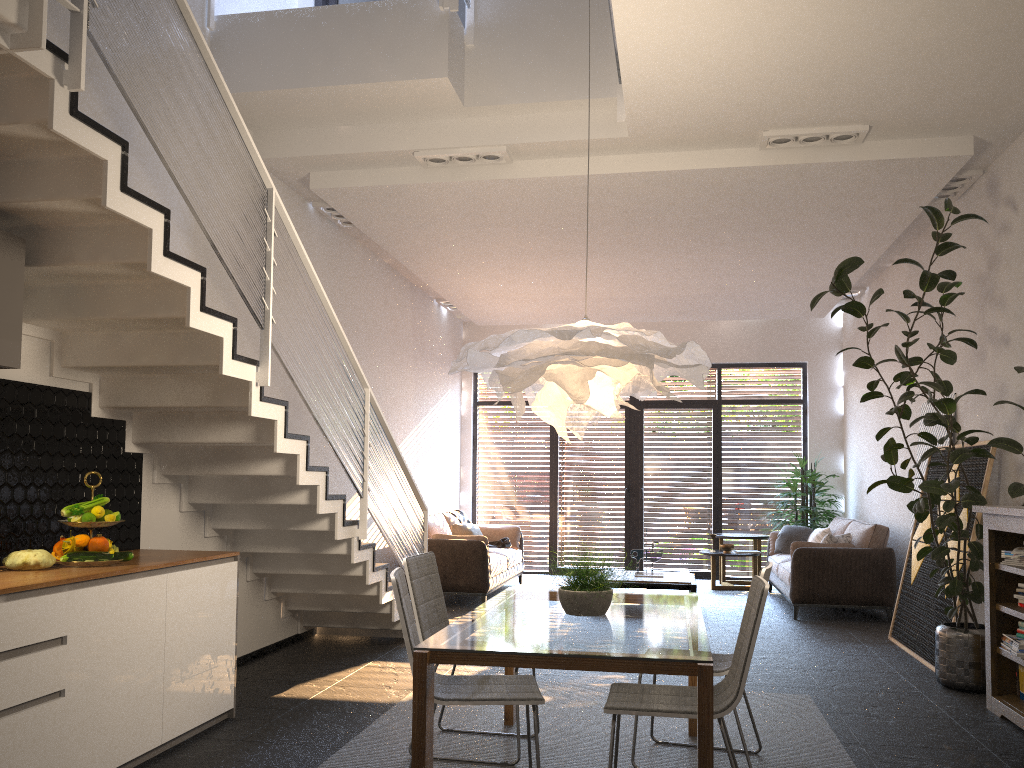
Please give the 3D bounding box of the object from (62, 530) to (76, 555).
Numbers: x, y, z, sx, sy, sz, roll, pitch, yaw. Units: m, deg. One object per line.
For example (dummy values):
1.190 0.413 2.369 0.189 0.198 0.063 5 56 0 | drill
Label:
-1.942 0.700 3.904 0.126 0.120 0.061 -4 -6 43 | object

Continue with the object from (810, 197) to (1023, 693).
2.777 0.348 5.734 0.908 3.189 2.018 1 -4 -12 | object

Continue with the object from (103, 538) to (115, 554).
-1.844 0.736 4.013 0.079 0.076 0.154 5 -7 -45 | object

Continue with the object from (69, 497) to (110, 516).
-1.901 0.552 3.992 0.056 0.081 0.181 -3 -7 39 | object

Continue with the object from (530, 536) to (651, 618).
0.333 0.827 3.826 0.531 0.366 0.670 0 -6 5 | object

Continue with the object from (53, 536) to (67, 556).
-2.038 0.749 4.054 0.111 0.110 0.113 2 -5 -14 | object

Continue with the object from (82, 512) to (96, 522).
-1.892 0.604 3.958 0.065 0.059 0.063 0 -5 6 | object

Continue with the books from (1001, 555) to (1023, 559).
2.921 0.955 4.865 0.253 0.011 0.319 3 -7 -18 | books

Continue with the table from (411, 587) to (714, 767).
0.311 1.347 3.789 0.997 0.712 1.807 0 -6 10 | table

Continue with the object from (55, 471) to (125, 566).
-1.915 0.609 4.033 0.352 0.424 0.353 0 -4 4 | object

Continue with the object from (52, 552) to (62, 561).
-2.004 0.772 3.946 0.090 0.051 0.068 3 -6 -23 | object

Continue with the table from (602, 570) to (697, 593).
1.392 2.169 9.301 1.049 0.306 1.120 -1 -6 10 | table

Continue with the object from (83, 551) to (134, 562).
-1.834 0.780 4.003 0.239 0.048 0.061 2 -5 -9 | object

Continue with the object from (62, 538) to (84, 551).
-1.980 0.731 3.993 0.089 0.078 0.088 5 -7 -44 | object

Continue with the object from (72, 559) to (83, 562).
-1.899 0.771 3.869 0.042 0.020 0.043 4 -6 -28 | object

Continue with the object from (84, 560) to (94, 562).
-1.871 0.787 3.916 0.043 0.016 0.041 -5 -8 41 | object

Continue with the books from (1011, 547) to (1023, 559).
2.928 0.915 4.812 0.273 0.108 0.323 6 -8 -44 | books

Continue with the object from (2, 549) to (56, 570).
-2.057 0.748 3.774 0.189 0.083 0.198 -1 -6 19 | object

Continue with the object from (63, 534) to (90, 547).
-1.926 0.697 3.928 0.059 0.055 0.127 0 -6 11 | object

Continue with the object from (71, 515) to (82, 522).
-1.935 0.608 3.945 0.049 0.050 0.052 -2 -5 28 | object

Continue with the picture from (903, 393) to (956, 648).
3.485 1.129 7.430 0.207 2.012 0.961 0 -4 10 | picture

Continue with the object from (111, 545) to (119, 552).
-1.862 0.781 4.123 0.076 0.072 0.152 5 -7 -41 | object

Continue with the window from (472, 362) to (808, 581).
1.707 1.169 12.313 4.942 3.019 0.461 0 -3 10 | window

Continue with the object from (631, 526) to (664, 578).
-0.126 -0.663 5.477 0.366 4.458 8.940 -1 -6 22 | object

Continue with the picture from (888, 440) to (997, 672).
3.215 1.257 6.696 0.386 1.599 1.503 0 -5 10 | picture

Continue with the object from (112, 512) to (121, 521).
-1.823 0.612 4.056 0.060 0.054 0.059 -4 -7 44 | object

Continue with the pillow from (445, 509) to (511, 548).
-0.608 1.874 10.659 0.956 0.705 1.021 -3 -6 34 | pillow

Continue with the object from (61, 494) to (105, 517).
-1.944 0.552 4.031 0.067 0.100 0.211 -1 -6 25 | object

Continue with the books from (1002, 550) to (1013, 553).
2.933 0.937 4.891 0.252 0.011 0.320 2 -6 -13 | books

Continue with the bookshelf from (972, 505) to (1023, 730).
2.766 1.193 4.221 0.451 1.167 1.927 0 -5 10 | bookshelf

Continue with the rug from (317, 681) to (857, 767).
0.314 1.700 3.785 2.371 0.006 3.701 -1 -6 10 | rug

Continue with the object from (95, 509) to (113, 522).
-1.889 0.618 4.091 0.101 0.078 0.096 0 -5 6 | object

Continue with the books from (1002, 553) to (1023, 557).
2.931 0.946 4.882 0.253 0.011 0.319 3 -7 -18 | books

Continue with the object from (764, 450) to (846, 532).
3.658 1.679 11.048 0.979 1.717 0.916 2 -4 -24 | object

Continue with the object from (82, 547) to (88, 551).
-1.899 0.788 4.077 0.229 0.076 0.070 0 -5 1 | object

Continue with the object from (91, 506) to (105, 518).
-1.872 0.579 4.004 0.068 0.058 0.071 0 -5 10 | object

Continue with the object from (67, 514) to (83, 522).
-1.950 0.615 3.993 0.100 0.061 0.076 1 -5 -8 | object

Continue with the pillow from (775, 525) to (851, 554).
3.214 1.720 9.506 0.618 0.341 1.901 0 -6 10 | pillow

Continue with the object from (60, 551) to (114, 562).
-1.883 0.761 3.923 0.217 0.044 0.054 5 -6 -33 | object

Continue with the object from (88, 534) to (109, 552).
-1.861 0.721 3.987 0.087 0.092 0.086 -1 -5 15 | object

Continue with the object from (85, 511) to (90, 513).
-1.965 0.603 4.102 0.079 0.069 0.059 -3 -6 38 | object

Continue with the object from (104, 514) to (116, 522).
-1.815 0.609 4.000 0.048 0.041 0.045 3 -6 -29 | object
